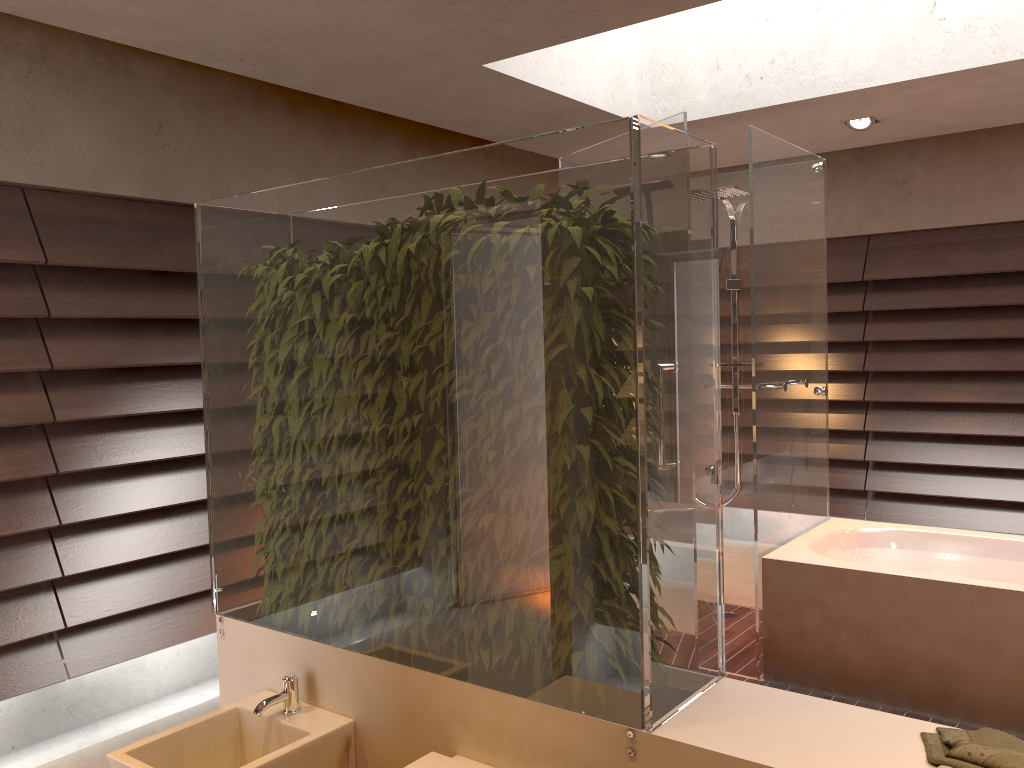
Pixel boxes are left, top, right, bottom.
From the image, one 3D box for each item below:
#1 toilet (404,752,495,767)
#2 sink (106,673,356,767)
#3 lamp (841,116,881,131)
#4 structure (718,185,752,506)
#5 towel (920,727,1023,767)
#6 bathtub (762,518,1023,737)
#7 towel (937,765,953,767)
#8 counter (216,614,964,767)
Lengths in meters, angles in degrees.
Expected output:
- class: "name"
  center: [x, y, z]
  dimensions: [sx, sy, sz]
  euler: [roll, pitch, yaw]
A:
- class: "toilet"
  center: [-0.122, 1.031, 1.772]
  dimensions: [0.357, 0.400, 0.468]
  euler: [0, 3, 37]
- class: "sink"
  center: [-0.680, 0.999, 2.192]
  dimensions: [0.357, 0.456, 0.468]
  euler: [0, 3, 37]
- class: "lamp"
  center: [1.852, -1.407, 4.712]
  dimensions: [0.165, 0.110, 0.170]
  euler: [0, 3, 37]
- class: "structure"
  center: [0.980, -0.130, 4.350]
  dimensions: [0.575, 1.578, 0.385]
  euler: [1, 3, 37]
- class: "towel"
  center: [0.892, 0.655, 1.450]
  dimensions: [0.258, 0.057, 0.571]
  euler: [-2, 3, -12]
- class: "bathtub"
  center: [2.094, 0.790, 3.327]
  dimensions: [2.000, 0.761, 0.994]
  euler: [0, 3, 37]
- class: "towel"
  center: [0.923, 0.671, 1.431]
  dimensions: [0.202, 0.027, 0.394]
  euler: [-3, 3, -33]
- class: "counter"
  center: [0.412, 0.943, 1.875]
  dimensions: [2.931, 0.686, 0.350]
  euler: [0, 3, 37]
